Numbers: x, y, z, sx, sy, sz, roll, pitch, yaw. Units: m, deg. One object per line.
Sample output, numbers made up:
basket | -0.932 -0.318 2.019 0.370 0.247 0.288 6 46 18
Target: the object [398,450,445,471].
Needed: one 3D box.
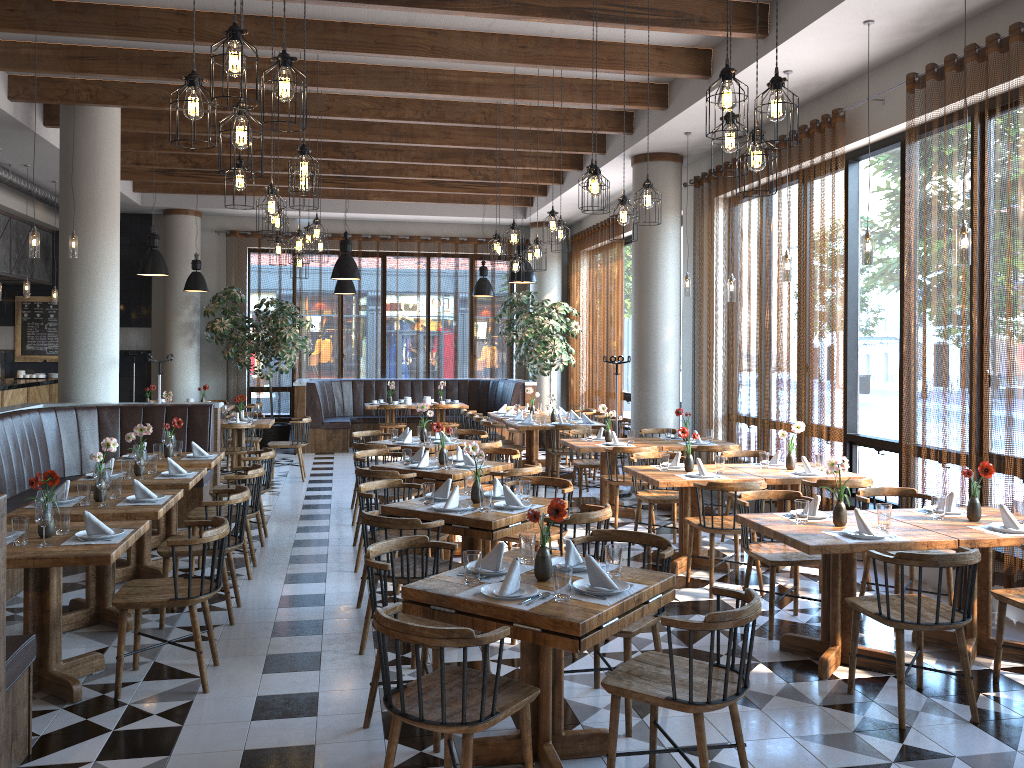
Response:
object | -0.728 0.615 7.225 0.352 0.137 0.272 2 2 34

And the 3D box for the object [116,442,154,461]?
object | -3.274 0.577 7.741 0.272 0.137 0.352 0 2 -11

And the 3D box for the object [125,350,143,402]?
object | -6.516 0.243 15.265 0.374 1.658 0.374 0 0 12

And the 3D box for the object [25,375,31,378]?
object | -8.118 -0.120 14.849 0.079 0.066 0.098 0 2 1

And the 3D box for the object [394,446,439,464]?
object | -0.806 0.599 7.594 0.272 0.137 0.352 2 2 34

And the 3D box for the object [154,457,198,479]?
object | -2.544 0.624 6.729 0.272 0.137 0.352 0 2 -11

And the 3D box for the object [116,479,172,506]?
object | -2.334 0.672 5.641 0.272 0.137 0.352 0 2 -11

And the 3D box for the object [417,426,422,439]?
object | -0.977 0.520 9.509 0.080 0.132 0.080 0 1 -36

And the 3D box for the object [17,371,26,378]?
object | -8.380 -0.164 15.129 0.130 0.128 0.130 1 1 35

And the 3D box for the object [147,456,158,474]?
object | -2.767 0.622 6.815 0.080 0.132 0.080 0 1 -6

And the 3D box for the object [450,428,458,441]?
object | -0.607 0.532 9.267 0.080 0.132 0.080 0 1 -36

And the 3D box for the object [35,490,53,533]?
object | -2.473 0.672 4.682 0.081 0.215 0.081 0 0 20

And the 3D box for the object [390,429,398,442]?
object | -1.214 0.534 9.138 0.080 0.132 0.080 1 1 44

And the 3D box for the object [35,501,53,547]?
object | -2.298 0.687 4.351 0.081 0.215 0.081 0 0 -19

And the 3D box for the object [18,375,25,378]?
object | -8.214 -0.120 14.830 0.079 0.066 0.098 0 2 1

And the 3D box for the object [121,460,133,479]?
object | -2.841 0.633 6.535 0.080 0.132 0.080 0 1 -11

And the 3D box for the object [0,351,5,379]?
object | -8.856 -0.313 14.954 0.355 0.569 0.550 0 1 -11

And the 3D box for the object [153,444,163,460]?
object | -3.055 0.585 7.642 0.080 0.132 0.080 0 1 -11

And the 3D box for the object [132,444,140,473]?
object | -2.891 0.578 6.848 0.081 0.215 0.081 1 0 43

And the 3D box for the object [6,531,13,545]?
object | -2.644 0.719 4.471 0.272 0.137 0.352 0 2 -11

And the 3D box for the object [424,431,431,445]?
object | -0.850 0.546 8.906 0.080 0.132 0.080 1 1 44

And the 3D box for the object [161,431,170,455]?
object | -3.104 0.530 7.955 0.081 0.215 0.081 0 0 -42

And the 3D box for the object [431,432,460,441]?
object | -0.770 0.522 9.432 0.352 0.137 0.272 2 2 34

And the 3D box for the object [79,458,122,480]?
object | -3.062 0.625 6.639 0.272 0.137 0.352 0 2 -11

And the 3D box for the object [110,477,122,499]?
object | -2.554 0.670 5.708 0.080 0.132 0.080 0 1 -26

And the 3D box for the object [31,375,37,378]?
object | -8.022 -0.121 14.867 0.079 0.066 0.098 0 2 1

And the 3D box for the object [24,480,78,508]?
object | -2.852 0.672 5.550 0.272 0.137 0.352 0 2 -11

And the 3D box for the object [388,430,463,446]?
object | -0.884 0.537 9.053 0.577 0.137 0.582 2 3 34

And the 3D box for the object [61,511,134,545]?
object | -2.126 0.718 4.562 0.272 0.137 0.352 0 2 -11

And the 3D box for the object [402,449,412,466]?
object | -0.875 0.610 7.378 0.080 0.132 0.080 0 1 -6

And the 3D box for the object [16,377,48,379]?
object | -8.081 -0.098 14.901 0.437 0.018 0.273 0 2 -11

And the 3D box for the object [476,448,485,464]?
object | -0.268 0.609 7.508 0.080 0.132 0.080 0 1 -6

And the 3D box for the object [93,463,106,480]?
object | -2.682 0.625 5.766 0.081 0.215 0.081 0 0 20

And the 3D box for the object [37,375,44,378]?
object | -7.926 -0.121 14.886 0.079 0.066 0.098 0 2 1

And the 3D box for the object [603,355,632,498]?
object | 1.242 0.492 10.522 0.374 1.658 0.374 0 0 -28

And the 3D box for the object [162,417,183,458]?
object | -2.971 0.469 7.768 0.171 0.355 0.156 0 0 -8

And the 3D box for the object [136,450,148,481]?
object | -2.710 0.594 6.488 0.081 0.215 0.081 1 0 43

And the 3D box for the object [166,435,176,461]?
object | -2.922 0.547 7.592 0.081 0.215 0.081 0 0 -2

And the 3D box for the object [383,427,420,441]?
object | -1.142 0.523 9.357 0.272 0.137 0.352 2 2 34

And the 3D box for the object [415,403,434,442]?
object | -0.912 0.398 9.239 0.206 0.400 0.146 0 0 9

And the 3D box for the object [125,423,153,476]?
object | -2.806 0.494 6.659 0.206 0.400 0.146 0 0 -9

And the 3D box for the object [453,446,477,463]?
object | -0.434 0.598 7.669 0.352 0.137 0.272 2 2 34

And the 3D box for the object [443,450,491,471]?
object | -0.356 0.614 7.300 0.272 0.137 0.352 2 2 34

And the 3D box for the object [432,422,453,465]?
object | -0.600 0.496 7.479 0.171 0.355 0.156 1 1 44

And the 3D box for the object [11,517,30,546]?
object | -2.424 0.727 4.369 0.080 0.132 0.080 0 1 -11

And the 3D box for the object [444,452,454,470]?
object | -0.511 0.622 7.147 0.080 0.132 0.080 0 1 -6

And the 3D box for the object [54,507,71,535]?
object | -2.345 0.717 4.624 0.080 0.132 0.080 0 1 -26

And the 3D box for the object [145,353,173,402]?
object | -3.838 0.497 9.637 0.374 1.658 0.374 0 0 -33

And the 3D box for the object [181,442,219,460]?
object | -2.757 0.577 7.832 0.272 0.137 0.352 0 2 -11

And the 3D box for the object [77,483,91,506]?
object | -2.633 0.680 5.453 0.080 0.132 0.080 0 1 -11

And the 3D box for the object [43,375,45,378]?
object | -7.947 -0.125 14.992 0.079 0.066 0.098 0 2 1

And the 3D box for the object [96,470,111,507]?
object | -2.507 0.640 5.434 0.081 0.215 0.081 0 0 -19

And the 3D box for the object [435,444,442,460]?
object | -0.638 0.596 7.750 0.080 0.132 0.080 0 1 4

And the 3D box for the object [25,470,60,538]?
object | -2.381 0.610 4.502 0.156 0.355 0.171 0 0 -18

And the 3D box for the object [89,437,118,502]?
object | -2.571 0.541 5.586 0.146 0.400 0.206 0 0 -3

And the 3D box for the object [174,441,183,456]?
object | -2.976 0.575 7.896 0.080 0.132 0.080 0 1 -26
